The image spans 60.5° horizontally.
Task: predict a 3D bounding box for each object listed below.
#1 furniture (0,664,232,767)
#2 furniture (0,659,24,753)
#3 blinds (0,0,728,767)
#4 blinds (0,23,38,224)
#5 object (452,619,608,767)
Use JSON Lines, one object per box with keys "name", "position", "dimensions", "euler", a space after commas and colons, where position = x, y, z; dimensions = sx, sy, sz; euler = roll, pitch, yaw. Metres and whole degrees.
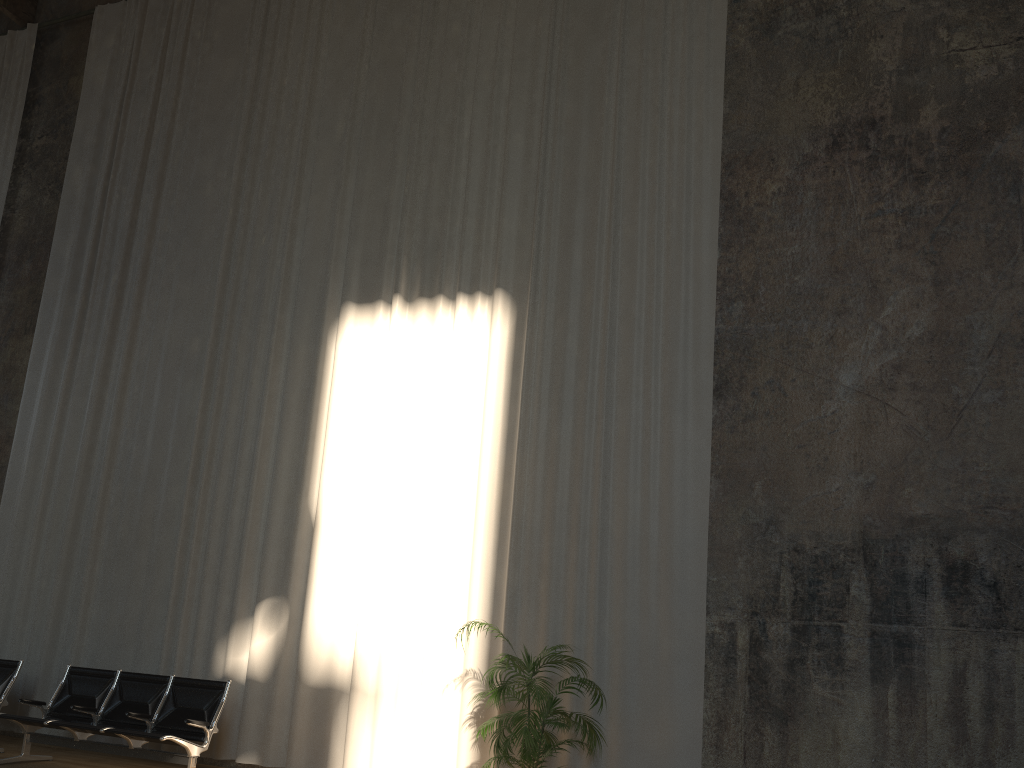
{"name": "furniture", "position": [-3.327, 2.787, 7.233], "dimensions": [1.870, 0.821, 0.729], "euler": [-2, -15, 22]}
{"name": "furniture", "position": [-5.543, 2.896, 8.126], "dimensions": [1.870, 0.821, 0.729], "euler": [-2, -15, 22]}
{"name": "blinds", "position": [-1.930, -0.701, 8.630], "dimensions": [7.829, 8.420, 0.282], "euler": [-1, -12, 23]}
{"name": "blinds", "position": [-9.951, -0.306, 11.864], "dimensions": [7.829, 8.420, 0.282], "euler": [-1, -12, 23]}
{"name": "object", "position": [0.100, 2.450, 6.293], "dimensions": [1.127, 1.417, 1.124], "euler": [1, -14, 13]}
